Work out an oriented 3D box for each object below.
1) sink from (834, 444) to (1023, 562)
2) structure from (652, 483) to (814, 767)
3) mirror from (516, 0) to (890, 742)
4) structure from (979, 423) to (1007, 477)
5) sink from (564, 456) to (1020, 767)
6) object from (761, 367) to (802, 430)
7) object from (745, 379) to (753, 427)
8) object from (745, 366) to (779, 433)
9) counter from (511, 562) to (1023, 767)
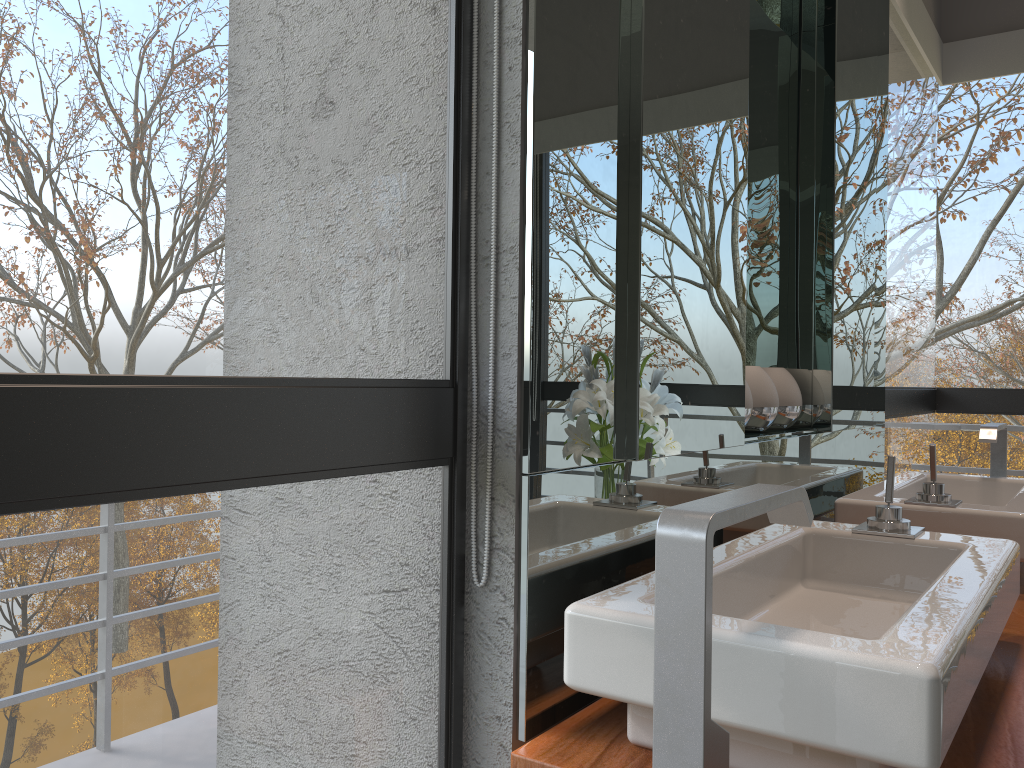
[{"bbox_3d":[1.001,0.250,1.994,0.352,0.266,0.750,1,0,34],"label":"sink"},{"bbox_3d":[0.182,0.588,0.734,0.069,0.989,0.303,1,0,34],"label":"structure"},{"bbox_3d":[0.438,-0.421,1.755,0.253,1.618,1.790,1,0,34],"label":"mirror"},{"bbox_3d":[1.254,0.599,2.314,0.069,0.989,0.303,1,0,34],"label":"structure"},{"bbox_3d":[0.405,0.244,1.115,0.352,0.266,0.750,1,0,34],"label":"sink"},{"bbox_3d":[0.550,0.030,1.898,0.136,0.131,0.136,1,0,-14],"label":"object"},{"bbox_3d":[0.375,0.029,1.640,0.136,0.131,0.136,1,0,-14],"label":"object"},{"bbox_3d":[0.461,0.030,1.767,0.136,0.131,0.136,1,0,-14],"label":"object"},{"bbox_3d":[0.730,0.733,1.509,0.525,0.704,1.848,1,0,34],"label":"counter"}]
